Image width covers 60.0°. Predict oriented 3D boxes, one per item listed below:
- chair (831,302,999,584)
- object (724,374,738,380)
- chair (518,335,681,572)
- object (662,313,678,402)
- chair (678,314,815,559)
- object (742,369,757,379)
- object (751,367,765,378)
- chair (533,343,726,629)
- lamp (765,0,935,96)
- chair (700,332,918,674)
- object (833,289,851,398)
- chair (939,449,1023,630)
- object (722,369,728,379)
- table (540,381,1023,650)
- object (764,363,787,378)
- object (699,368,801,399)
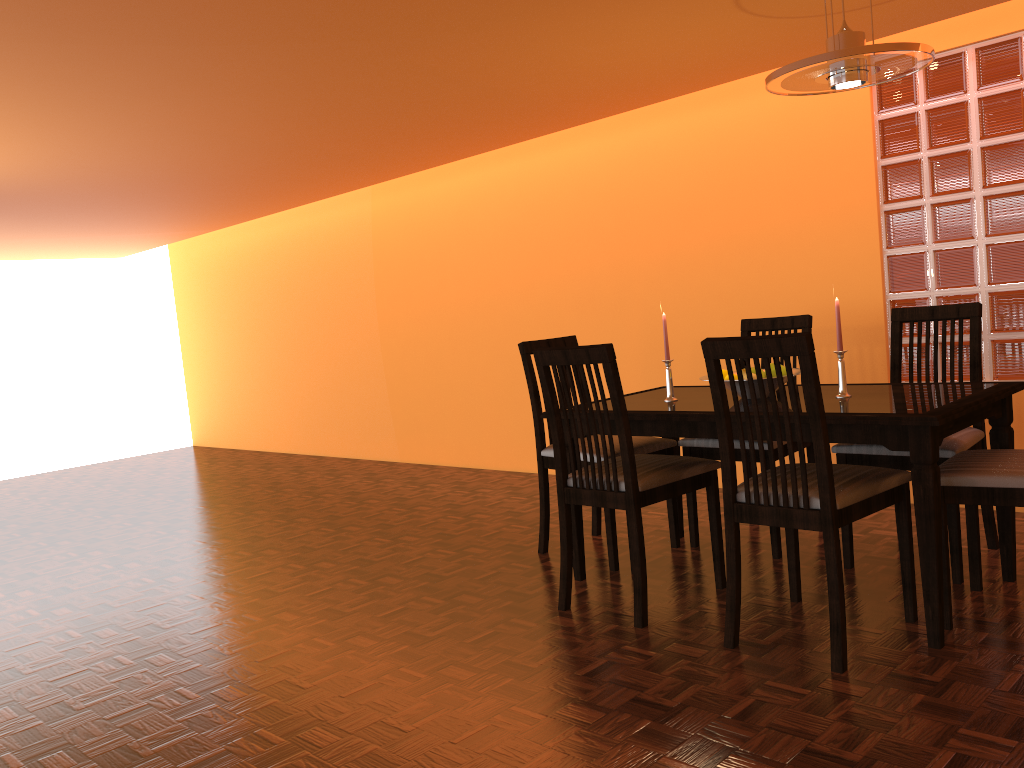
[{"bbox_3d":[1.297,0.165,2.824,0.373,0.809,0.465,-1,6,45],"label":"chair"},{"bbox_3d":[0.681,-0.010,2.747,0.046,0.046,0.055,-5,5,8],"label":"object"},{"bbox_3d":[0.308,0.226,3.276,0.373,0.809,0.465,-9,6,-40],"label":"chair"},{"bbox_3d":[0.504,-0.107,2.883,0.044,0.326,0.044,-3,5,34],"label":"object"},{"bbox_3d":[0.890,0.172,3.232,0.373,0.809,0.465,-1,6,45],"label":"chair"},{"bbox_3d":[0.730,-0.010,2.709,0.066,0.070,0.055,-3,5,27],"label":"object"},{"bbox_3d":[0.758,-0.013,2.804,0.089,0.076,0.087,-9,6,-38],"label":"object"},{"bbox_3d":[0.351,0.267,2.696,0.373,0.809,0.465,-1,6,45],"label":"chair"},{"bbox_3d":[0.910,-0.956,2.425,0.435,0.274,0.435,-7,5,-22],"label":"lamp"},{"bbox_3d":[0.758,0.259,2.287,0.373,0.809,0.465,-1,6,45],"label":"chair"},{"bbox_3d":[0.945,-0.125,2.558,0.044,0.326,0.044,-3,5,34],"label":"object"},{"bbox_3d":[1.334,0.208,2.234,0.465,0.809,0.373,-2,6,40],"label":"chair"},{"bbox_3d":[0.664,-0.023,2.793,0.055,0.046,0.046,-3,5,28],"label":"object"},{"bbox_3d":[0.809,0.331,2.752,1.259,0.584,0.697,-1,6,45],"label":"table"},{"bbox_3d":[0.807,-0.032,2.712,0.069,0.066,0.069,-9,5,-35],"label":"object"},{"bbox_3d":[0.758,0.005,2.765,0.337,0.072,0.337,-5,5,12],"label":"object"}]
